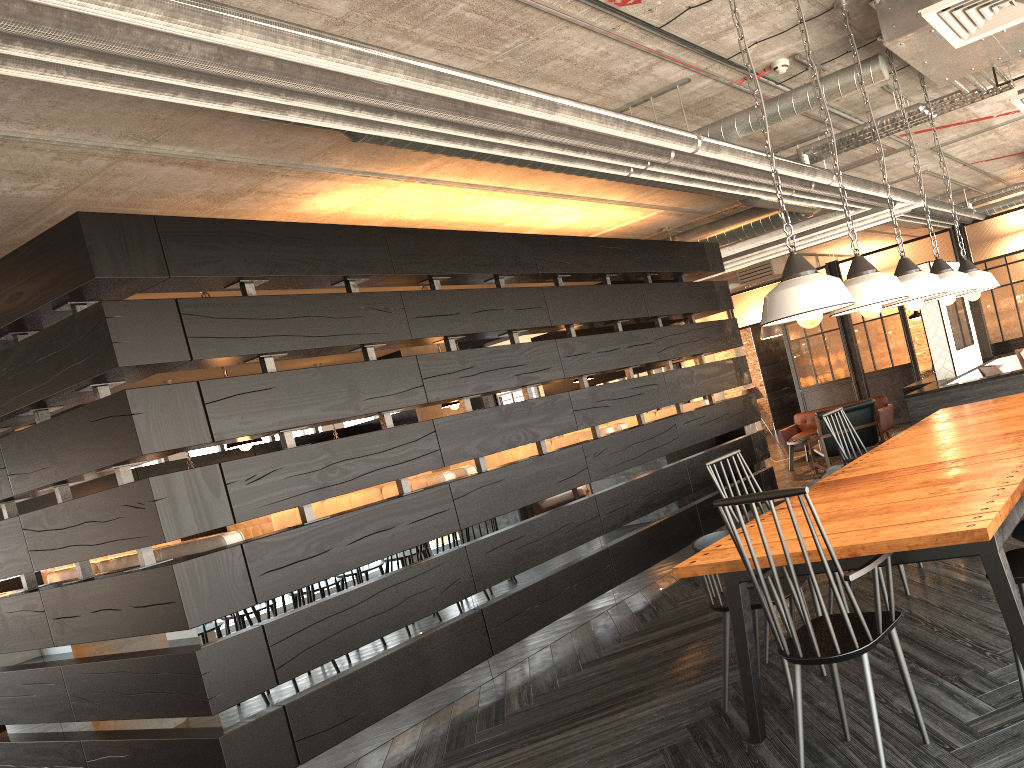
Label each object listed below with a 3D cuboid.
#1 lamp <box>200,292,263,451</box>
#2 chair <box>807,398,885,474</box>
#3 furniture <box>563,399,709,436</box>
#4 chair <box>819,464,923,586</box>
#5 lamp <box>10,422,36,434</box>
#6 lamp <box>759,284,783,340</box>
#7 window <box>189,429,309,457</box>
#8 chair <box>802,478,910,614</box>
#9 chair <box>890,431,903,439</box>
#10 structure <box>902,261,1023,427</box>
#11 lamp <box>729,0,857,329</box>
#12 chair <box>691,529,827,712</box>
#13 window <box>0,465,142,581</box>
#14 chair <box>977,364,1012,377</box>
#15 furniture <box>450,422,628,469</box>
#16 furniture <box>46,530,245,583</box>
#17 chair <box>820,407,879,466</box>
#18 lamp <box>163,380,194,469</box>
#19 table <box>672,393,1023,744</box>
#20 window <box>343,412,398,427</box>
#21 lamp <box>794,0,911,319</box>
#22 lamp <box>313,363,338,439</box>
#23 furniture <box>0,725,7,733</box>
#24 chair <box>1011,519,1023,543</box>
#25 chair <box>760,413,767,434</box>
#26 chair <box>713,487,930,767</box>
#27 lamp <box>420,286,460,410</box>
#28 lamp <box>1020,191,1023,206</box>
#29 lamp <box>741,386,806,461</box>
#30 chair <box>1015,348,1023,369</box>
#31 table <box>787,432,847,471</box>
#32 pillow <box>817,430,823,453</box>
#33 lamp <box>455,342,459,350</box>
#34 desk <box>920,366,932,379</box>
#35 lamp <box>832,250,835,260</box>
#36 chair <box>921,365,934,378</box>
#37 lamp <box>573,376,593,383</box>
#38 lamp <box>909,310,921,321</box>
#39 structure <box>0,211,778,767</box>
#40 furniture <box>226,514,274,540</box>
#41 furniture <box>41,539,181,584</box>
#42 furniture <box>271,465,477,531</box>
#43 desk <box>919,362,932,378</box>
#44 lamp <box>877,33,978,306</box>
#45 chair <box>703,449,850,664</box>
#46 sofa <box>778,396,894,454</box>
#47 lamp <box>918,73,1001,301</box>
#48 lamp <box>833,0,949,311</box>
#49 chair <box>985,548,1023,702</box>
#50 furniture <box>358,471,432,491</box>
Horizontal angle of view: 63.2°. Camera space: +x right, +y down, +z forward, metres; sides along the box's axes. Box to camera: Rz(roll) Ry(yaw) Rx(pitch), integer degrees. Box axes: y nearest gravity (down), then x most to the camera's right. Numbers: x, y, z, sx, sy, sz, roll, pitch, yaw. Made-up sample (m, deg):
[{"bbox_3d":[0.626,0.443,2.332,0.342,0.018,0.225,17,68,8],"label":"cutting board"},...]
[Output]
[{"bbox_3d":[-1.741,-0.104,5.035,0.172,1.053,0.215,-14,2,29],"label":"lamp"},{"bbox_3d":[3.936,0.629,9.866,0.761,0.796,1.009,-14,-1,3],"label":"chair"},{"bbox_3d":[1.297,0.961,8.463,1.639,1.263,0.674,-15,0,32],"label":"furniture"},{"bbox_3d":[2.173,0.821,4.995,0.404,0.727,0.427,-14,1,35],"label":"chair"},{"bbox_3d":[-3.354,-0.195,5.655,0.379,1.506,0.509,-13,2,44],"label":"lamp"},{"bbox_3d":[4.729,-1.616,15.692,0.459,1.506,0.429,-14,1,-2],"label":"lamp"},{"bbox_3d":[-4.461,1.902,14.553,0.214,2.880,2.843,-13,0,39],"label":"window"},{"bbox_3d":[1.873,0.862,4.517,0.387,0.739,0.427,-14,1,36],"label":"chair"},{"bbox_3d":[2.950,0.670,5.826,0.387,0.739,0.427,-14,1,36],"label":"chair"},{"bbox_3d":[6.226,-0.665,9.023,3.452,2.116,4.225,-15,-3,36],"label":"structure"},{"bbox_3d":[0.876,-1.045,3.001,0.397,1.741,0.333,-15,2,-14],"label":"lamp"},{"bbox_3d":[1.089,1.006,3.664,0.387,0.739,0.427,-14,1,36],"label":"chair"},{"bbox_3d":[-6.461,2.254,12.069,0.214,2.880,2.843,-13,0,39],"label":"window"},{"bbox_3d":[5.341,0.143,8.447,0.940,0.908,0.722,-14,0,3],"label":"chair"},{"bbox_3d":[0.351,1.127,7.289,1.637,1.262,1.219,-15,-1,34],"label":"furniture"},{"bbox_3d":[-1.778,1.502,4.645,1.639,1.263,0.675,-15,0,32],"label":"furniture"},{"bbox_3d":[2.420,0.628,5.455,0.426,1.035,0.522,-14,1,36],"label":"chair"},{"bbox_3d":[-3.244,0.447,8.160,0.200,1.053,0.187,-14,2,-2],"label":"lamp"},{"bbox_3d":[2.423,0.691,4.394,1.038,0.791,4.282,-15,-3,39],"label":"table"},{"bbox_3d":[-2.456,1.549,17.042,0.214,2.880,2.843,-13,0,39],"label":"window"},{"bbox_3d":[1.355,-1.130,3.595,0.330,1.741,0.401,-14,2,25],"label":"lamp"},{"bbox_3d":[-2.113,0.248,9.564,0.213,1.053,0.173,-15,2,-17],"label":"lamp"},{"bbox_3d":[-4.409,2.246,6.284,1.647,1.263,0.661,-15,0,32],"label":"furniture"},{"bbox_3d":[2.391,0.684,3.548,0.404,0.727,0.427,-14,1,35],"label":"chair"},{"bbox_3d":[5.140,0.676,18.299,0.608,1.065,0.789,-14,0,36],"label":"chair"},{"bbox_3d":[1.078,0.809,2.819,0.394,1.035,0.563,-13,1,41],"label":"chair"},{"bbox_3d":[-0.572,-0.309,6.487,0.165,1.053,0.222,-13,2,44],"label":"lamp"},{"bbox_3d":[9.051,-2.731,14.181,0.261,0.858,3.898,-13,-2,39],"label":"lamp"},{"bbox_3d":[3.964,0.588,12.728,0.884,1.181,0.521,-14,1,-8],"label":"lamp"},{"bbox_3d":[6.510,-0.070,9.774,0.786,0.908,0.858,-14,-1,-13],"label":"chair"},{"bbox_3d":[4.105,0.883,11.256,0.627,0.372,0.800,-15,-3,31],"label":"table"},{"bbox_3d":[3.882,0.575,9.664,0.700,0.335,0.245,-14,0,-6],"label":"pillow"},{"bbox_3d":[-0.660,-0.669,9.000,0.379,1.506,0.509,-13,2,44],"label":"lamp"},{"bbox_3d":[7.087,0.177,14.896,0.698,0.720,1.877,-15,-2,38],"label":"desk"},{"bbox_3d":[6.730,-2.074,15.634,0.261,0.858,3.898,-13,-2,39],"label":"lamp"},{"bbox_3d":[7.353,-0.077,14.699,0.608,1.065,0.789,-14,0,36],"label":"chair"},{"bbox_3d":[0.559,-0.508,7.891,0.172,1.053,0.215,-14,2,29],"label":"lamp"},{"bbox_3d":[4.612,-0.806,9.461,0.231,0.172,0.192,-14,-1,1],"label":"lamp"},{"bbox_3d":[-1.742,0.881,7.351,5.320,2.742,6.254,-15,-3,36],"label":"structure"},{"bbox_3d":[-2.275,1.871,8.934,1.645,1.262,1.219,-15,-1,34],"label":"furniture"},{"bbox_3d":[-3.474,2.081,7.445,1.645,1.262,1.219,-15,-1,34],"label":"furniture"},{"bbox_3d":[-0.848,1.338,5.800,1.637,1.262,1.219,-15,-1,34],"label":"furniture"},{"bbox_3d":[8.259,-0.029,16.351,0.698,0.720,1.877,-15,-2,38],"label":"desk"},{"bbox_3d":[2.310,-1.297,4.781,0.420,1.741,0.311,-15,2,-36],"label":"lamp"},{"bbox_3d":[1.357,0.815,4.136,0.426,1.035,0.522,-14,1,36],"label":"chair"},{"bbox_3d":[4.730,0.642,12.088,1.411,0.638,0.767,-15,-2,33],"label":"sofa"},{"bbox_3d":[2.787,-1.381,5.374,0.420,1.741,0.311,-15,2,-36],"label":"lamp"},{"bbox_3d":[1.832,-1.214,4.188,0.420,1.741,0.310,-16,2,-43],"label":"lamp"},{"bbox_3d":[2.010,0.746,3.088,0.387,0.739,0.427,-14,1,36],"label":"chair"},{"bbox_3d":[-1.326,1.704,10.112,1.647,1.263,0.661,-15,0,32],"label":"furniture"}]
